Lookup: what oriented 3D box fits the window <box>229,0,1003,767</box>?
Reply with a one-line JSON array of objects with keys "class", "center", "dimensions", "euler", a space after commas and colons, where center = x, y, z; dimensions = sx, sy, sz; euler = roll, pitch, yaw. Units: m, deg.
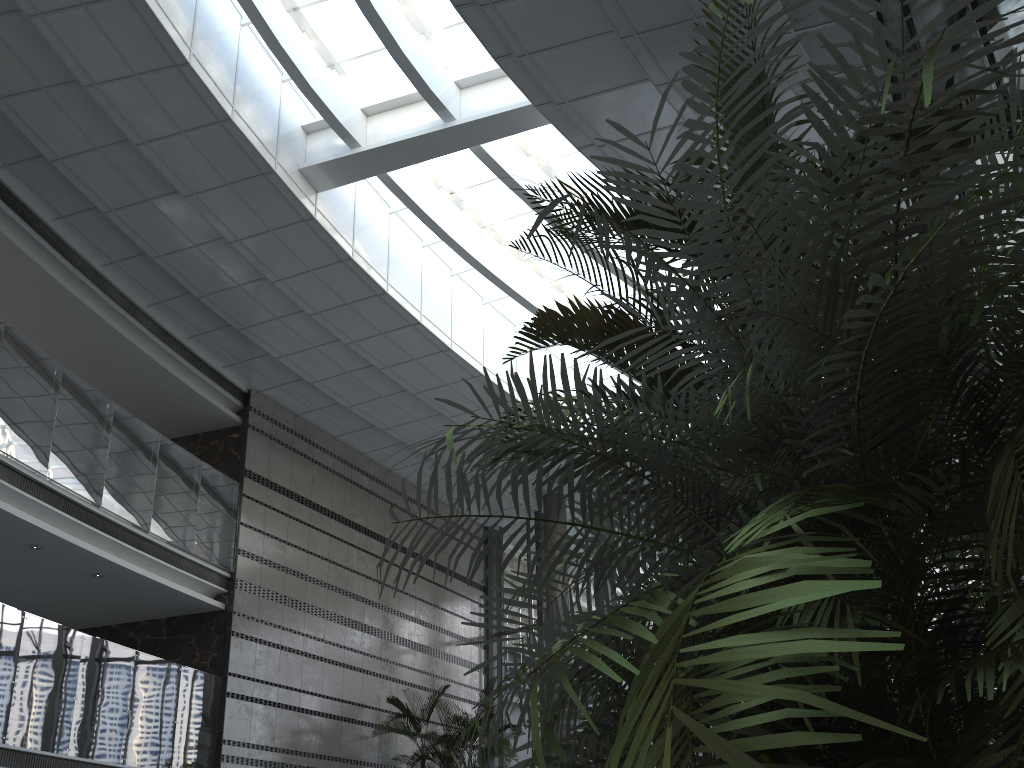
[{"class": "window", "center": [-0.687, 1.541, 9.399], "dimensions": [19.857, 9.131, 14.115], "euler": [23, -36, -38]}]

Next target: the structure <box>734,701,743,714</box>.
[{"class": "structure", "center": [2.446, 3.915, 7.807], "dimensions": [1.408, 3.146, 1.341], "euler": [-8, -21, 17]}]

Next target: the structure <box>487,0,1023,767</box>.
[{"class": "structure", "center": [1.086, 0.813, 3.543], "dimensions": [2.428, 4.234, 2.793], "euler": [-7, -23, 13]}]

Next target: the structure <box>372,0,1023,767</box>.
[{"class": "structure", "center": [0.384, 0.563, 0.560], "dimensions": [0.975, 1.609, 1.013], "euler": [-7, -23, 14]}]

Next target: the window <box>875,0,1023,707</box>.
[{"class": "window", "center": [5.959, 0.559, 6.316], "dimensions": [4.271, 7.271, 16.762], "euler": [-14, -31, 30]}]

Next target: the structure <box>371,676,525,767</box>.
[{"class": "structure", "center": [-0.989, 7.002, 13.874], "dimensions": [2.581, 4.235, 2.630], "euler": [-18, -27, 36]}]

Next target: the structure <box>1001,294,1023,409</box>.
[{"class": "structure", "center": [1.213, 0.246, 0.894], "dimensions": [1.133, 2.469, 1.156], "euler": [-3, -21, 6]}]

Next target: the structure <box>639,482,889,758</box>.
[{"class": "structure", "center": [1.626, 2.191, 5.082], "dimensions": [1.644, 3.390, 2.254], "euler": [-8, -23, 16]}]
